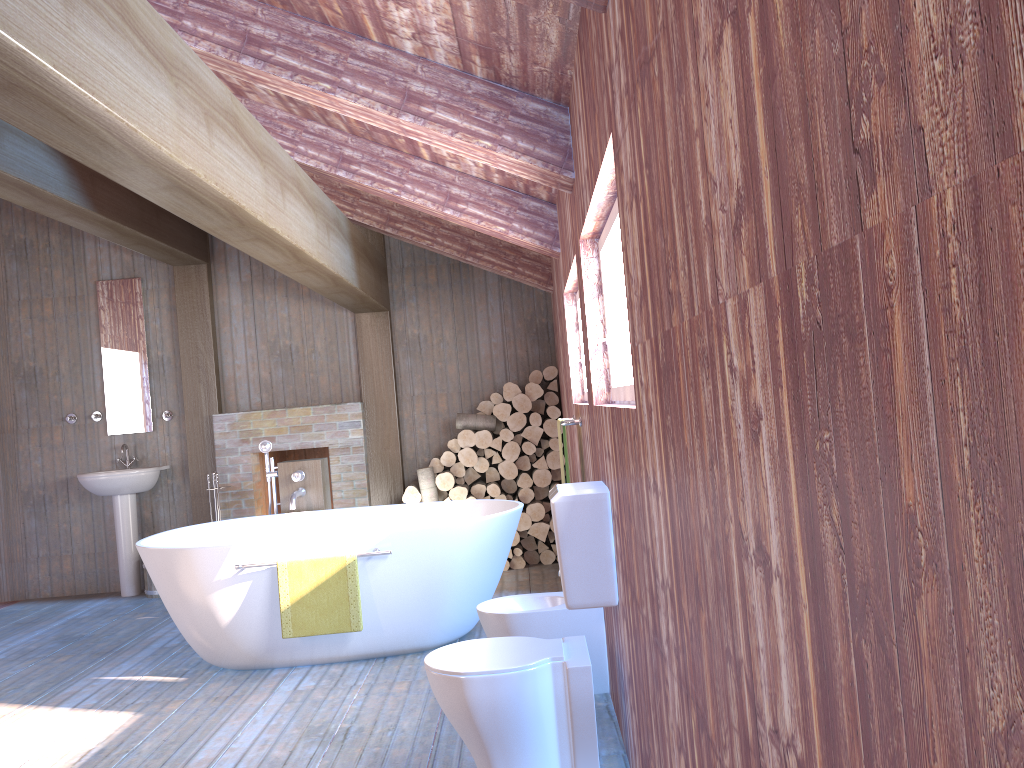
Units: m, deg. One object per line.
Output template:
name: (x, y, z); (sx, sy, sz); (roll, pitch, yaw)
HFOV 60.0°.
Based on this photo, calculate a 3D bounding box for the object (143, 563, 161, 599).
object: (-2.575, 1.418, 6.596); (0.309, 0.290, 0.308); (-5, -1, 11)

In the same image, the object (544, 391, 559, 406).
object: (0.293, 0.110, 6.628); (0.107, 0.115, 0.269); (-5, -1, 2)

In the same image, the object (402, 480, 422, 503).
object: (-0.726, 0.804, 6.592); (0.139, 0.137, 0.455); (-5, -1, -1)

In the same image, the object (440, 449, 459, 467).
object: (-0.460, 0.544, 6.579); (0.115, 0.123, 0.291); (-5, -1, 1)

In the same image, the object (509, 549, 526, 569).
object: (0.035, 1.288, 6.543); (0.114, 0.113, 0.301); (-5, -1, -2)

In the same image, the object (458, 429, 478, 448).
object: (-0.322, 0.394, 6.592); (0.135, 0.145, 0.439); (-5, -1, 1)

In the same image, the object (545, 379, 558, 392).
object: (0.294, 0.013, 6.645); (0.081, 0.100, 0.281); (-5, -1, 0)

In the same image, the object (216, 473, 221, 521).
object: (-2.100, 1.079, 6.459); (0.206, 0.871, 0.126); (-6, -2, 43)

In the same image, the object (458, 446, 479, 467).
object: (-0.323, 0.531, 6.583); (0.141, 0.143, 0.437); (-5, -1, -1)

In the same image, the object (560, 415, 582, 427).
object: (0.269, 0.179, 4.237); (0.091, 0.043, 0.581); (-5, -1, 1)

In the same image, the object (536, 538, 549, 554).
object: (0.226, 1.188, 6.614); (0.084, 0.105, 0.280); (-5, -1, -1)

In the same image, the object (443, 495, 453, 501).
object: (-0.495, 0.906, 6.603); (0.155, 0.174, 0.483); (-5, -1, -1)

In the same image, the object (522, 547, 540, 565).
object: (0.141, 1.277, 6.667); (0.116, 0.118, 0.289); (-5, -1, -2)

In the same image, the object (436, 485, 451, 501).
object: (-0.532, 0.806, 6.674); (0.121, 0.124, 0.291); (-5, -1, 1)

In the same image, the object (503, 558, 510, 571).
object: (-0.093, 1.290, 6.585); (0.139, 0.137, 0.455); (-5, -1, -1)

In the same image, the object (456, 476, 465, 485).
object: (-0.382, 0.708, 6.591); (0.064, 0.068, 0.174); (-5, -1, 0)

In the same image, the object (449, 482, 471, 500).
object: (-0.381, 0.802, 6.596); (0.139, 0.148, 0.458); (-5, -1, 1)

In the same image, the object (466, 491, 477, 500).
object: (-0.294, 0.861, 6.574); (0.098, 0.100, 0.437); (-5, -1, -1)

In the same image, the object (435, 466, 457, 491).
object: (-0.478, 0.701, 6.583); (0.138, 0.147, 0.440); (-5, -1, 1)

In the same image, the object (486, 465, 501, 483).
object: (-0.140, 0.675, 6.680); (0.104, 0.127, 0.321); (-5, -1, 1)

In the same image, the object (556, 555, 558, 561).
object: (0.378, 1.258, 6.622); (0.114, 0.113, 0.301); (-5, -1, -2)

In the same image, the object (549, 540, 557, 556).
object: (0.327, 1.215, 6.618); (0.085, 0.086, 0.278); (-5, -1, -2)

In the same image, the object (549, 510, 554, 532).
object: (0.348, 1.021, 6.576); (0.147, 0.152, 0.439); (-5, -1, 1)

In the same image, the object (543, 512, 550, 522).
object: (0.249, 0.979, 6.562); (0.057, 0.061, 0.156); (-5, -1, 0)

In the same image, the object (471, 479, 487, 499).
object: (-0.240, 0.781, 6.583); (0.114, 0.120, 0.303); (-5, -1, 1)

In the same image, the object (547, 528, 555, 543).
object: (0.295, 1.123, 6.620); (0.085, 0.091, 0.280); (-5, -1, -1)

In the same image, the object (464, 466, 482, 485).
object: (-0.290, 0.673, 6.678); (0.128, 0.150, 0.323); (-5, -1, 1)

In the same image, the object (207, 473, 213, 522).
object: (-2.247, 1.079, 6.472); (0.136, 0.846, 0.062); (-4, -1, -18)

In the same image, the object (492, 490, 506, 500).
object: (-0.090, 0.861, 6.581); (0.111, 0.113, 0.301); (-5, -1, -1)

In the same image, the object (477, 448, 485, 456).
object: (-0.230, 0.502, 6.569); (0.057, 0.061, 0.156); (-5, -1, 0)

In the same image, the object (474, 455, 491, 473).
object: (-0.220, 0.587, 6.579); (0.115, 0.123, 0.291); (-5, -1, 1)

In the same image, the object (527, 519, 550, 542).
object: (0.194, 1.077, 6.601); (0.169, 0.152, 0.481); (-5, -1, 0)

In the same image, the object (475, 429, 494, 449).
object: (-0.206, 0.398, 6.591); (0.138, 0.147, 0.440); (-5, -1, 1)

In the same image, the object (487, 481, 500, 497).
object: (-0.138, 0.769, 6.578); (0.098, 0.100, 0.437); (-5, -1, -1)

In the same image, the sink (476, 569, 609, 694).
sink: (0.118, 1.015, 3.668); (0.515, 0.517, 0.335); (-5, -1, 1)

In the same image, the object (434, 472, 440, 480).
object: (-0.600, 0.689, 6.693); (0.108, 0.113, 0.302); (-5, -1, 1)

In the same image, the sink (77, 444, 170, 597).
sink: (-2.910, 1.023, 6.631); (0.582, 1.143, 0.475); (-5, -1, 0)

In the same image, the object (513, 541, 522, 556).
object: (0.045, 1.208, 6.563); (0.065, 0.071, 0.378); (-5, -1, 1)

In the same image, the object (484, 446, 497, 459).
object: (-0.154, 0.504, 6.584); (0.088, 0.092, 0.280); (-5, -1, 1)

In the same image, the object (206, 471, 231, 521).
object: (-2.175, 1.084, 6.523); (0.276, 0.888, 0.333); (-6, -2, 42)

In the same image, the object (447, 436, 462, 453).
object: (-0.414, 0.449, 6.596); (0.106, 0.112, 0.282); (-5, -1, 1)

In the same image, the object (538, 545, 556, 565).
object: (0.256, 1.270, 6.609); (0.116, 0.117, 0.289); (-5, -1, -2)

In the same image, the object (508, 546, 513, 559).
object: (-0.055, 1.200, 6.568); (0.107, 0.125, 0.423); (-5, -1, -1)

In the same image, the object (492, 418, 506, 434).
object: (-0.110, 0.314, 6.686); (0.121, 0.124, 0.291); (-5, -1, 1)

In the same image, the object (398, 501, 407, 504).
object: (-0.820, 0.940, 6.632); (0.101, 0.103, 0.242); (-5, -1, 1)

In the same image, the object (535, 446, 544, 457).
object: (0.201, 0.501, 6.572); (0.067, 0.069, 0.177); (-5, -1, 0)

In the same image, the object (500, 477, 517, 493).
object: (-0.026, 0.752, 6.677); (0.116, 0.118, 0.289); (-5, -1, -2)

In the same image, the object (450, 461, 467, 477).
object: (-0.395, 0.628, 6.593); (0.111, 0.113, 0.301); (-5, -1, 0)

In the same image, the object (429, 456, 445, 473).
object: (-0.560, 0.599, 6.626); (0.114, 0.113, 0.301); (-5, -1, -2)

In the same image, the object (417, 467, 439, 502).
object: (-0.607, 0.750, 6.411); (0.147, 0.298, 0.109); (-5, -1, 3)

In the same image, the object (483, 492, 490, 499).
object: (-0.201, 0.855, 6.580); (0.086, 0.089, 0.279); (-5, -1, -2)
